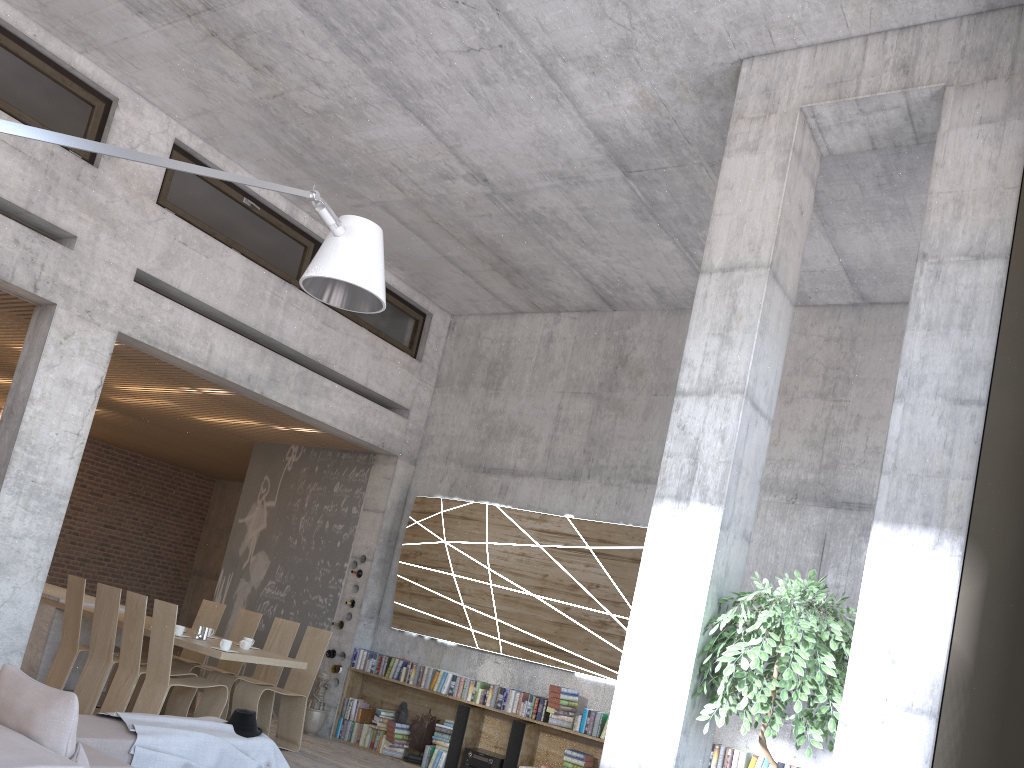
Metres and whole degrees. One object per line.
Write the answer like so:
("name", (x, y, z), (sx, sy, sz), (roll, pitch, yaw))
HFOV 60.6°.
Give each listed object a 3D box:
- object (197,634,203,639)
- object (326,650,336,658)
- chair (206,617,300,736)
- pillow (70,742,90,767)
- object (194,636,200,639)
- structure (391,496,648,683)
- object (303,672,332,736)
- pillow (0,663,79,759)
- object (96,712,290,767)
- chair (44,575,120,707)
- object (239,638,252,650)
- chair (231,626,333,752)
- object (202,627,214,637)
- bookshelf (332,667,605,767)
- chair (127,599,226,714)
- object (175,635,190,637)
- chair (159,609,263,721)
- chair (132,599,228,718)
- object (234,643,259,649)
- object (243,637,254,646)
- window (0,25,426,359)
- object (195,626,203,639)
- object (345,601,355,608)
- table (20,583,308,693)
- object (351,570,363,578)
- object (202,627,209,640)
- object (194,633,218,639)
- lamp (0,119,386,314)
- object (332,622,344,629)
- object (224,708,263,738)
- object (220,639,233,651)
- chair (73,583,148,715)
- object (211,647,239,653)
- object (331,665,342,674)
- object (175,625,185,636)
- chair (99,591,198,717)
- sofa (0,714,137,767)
("object", (-2.874, 2.324, 8.074), (0.052, 0.044, 0.051), (22, -15, -35))
("object", (-1.987, 3.111, 10.062), (0.090, 0.088, 0.346), (5, -17, 34))
("chair", (-2.629, 2.897, 8.744), (0.346, 1.166, 0.745), (8, -11, 31))
("pillow", (-1.642, 1.557, 3.264), (0.153, 0.367, 0.373), (16, -12, -20))
("object", (-2.898, 2.328, 8.061), (0.050, 0.019, 0.052), (8, -15, 18))
("structure", (0.141, 2.042, 8.969), (3.392, 1.498, 0.370), (3, -12, 35))
("object", (-2.153, 3.535, 9.692), (0.249, 0.666, 0.276), (13, -9, -2))
("pillow", (-1.873, 1.418, 3.421), (0.560, 0.544, 0.228), (4, -12, 37))
("object", (-2.069, 2.592, 6.070), (1.638, 0.490, 1.047), (23, -18, -35))
("chair", (-4.013, 2.507, 8.462), (0.346, 1.166, 0.744), (6, -12, 40))
("object", (-2.477, 2.414, 8.148), (0.088, 0.109, 0.127), (7, -13, 26))
("chair", (-2.240, 2.892, 8.420), (0.346, 1.166, 0.745), (7, -11, 35))
("object", (-2.988, 2.431, 8.587), (0.093, 0.086, 0.120), (11, -13, 10))
("bookshelf", (0.349, 3.657, 8.382), (5.291, 0.784, 0.312), (2, -13, 34))
("chair", (-3.535, 2.823, 9.198), (0.346, 1.166, 0.745), (8, -11, 29))
("object", (-3.049, 2.289, 7.992), (0.184, 0.013, 0.192), (7, -17, 21))
("chair", (-3.088, 2.856, 8.963), (0.346, 1.166, 0.745), (7, -11, 35))
("chair", (-2.814, 2.512, 7.537), (0.346, 1.166, 0.744), (6, -12, 38))
("object", (-2.541, 2.520, 8.407), (0.184, 0.013, 0.191), (1, -20, 37))
("object", (-2.537, 2.485, 8.420), (0.093, 0.086, 0.120), (13, -13, 0))
("window", (-3.317, -2.009, 6.911), (0.112, 0.593, 8.728), (7, -16, 35))
("object", (-2.902, 2.301, 8.130), (0.053, 0.107, 0.053), (14, -9, -9))
("object", (-1.777, 2.527, 10.035), (0.093, 0.091, 0.359), (5, -17, 34))
("table", (-4.386, 2.767, 9.169), (5.157, 0.900, 1.045), (2, -16, 34))
("object", (-1.721, 2.179, 10.050), (0.090, 0.088, 0.346), (5, -17, 34))
("object", (-2.845, 2.313, 8.131), (0.053, 0.109, 0.053), (14, -9, -9))
("object", (-2.993, 2.466, 8.573), (0.190, 0.013, 0.185), (26, -20, -40))
("lamp", (-1.662, 0.421, 3.354), (0.749, 3.342, 2.716), (9, -11, 23))
("object", (-1.930, 2.759, 10.022), (0.094, 0.093, 0.349), (5, -17, 34))
("object", (-1.909, 2.399, 6.235), (0.300, 0.165, 0.309), (7, -15, 22))
("object", (-2.463, 2.248, 7.542), (0.094, 0.086, 0.119), (15, -13, -10))
("chair", (-3.602, 2.517, 8.171), (0.346, 1.166, 0.745), (8, -11, 32))
("object", (-2.475, 2.291, 7.550), (0.184, 0.013, 0.192), (7, -17, 21))
("object", (-1.899, 3.232, 9.911), (0.094, 0.093, 0.349), (5, -17, 34))
("object", (-3.037, 2.246, 7.984), (0.094, 0.086, 0.119), (15, -13, -10))
("chair", (-3.195, 2.523, 7.873), (0.346, 1.166, 0.744), (6, -12, 40))
("sofa", (-2.147, 2.066, 4.774), (2.980, 0.766, 3.115), (2, -18, 34))
